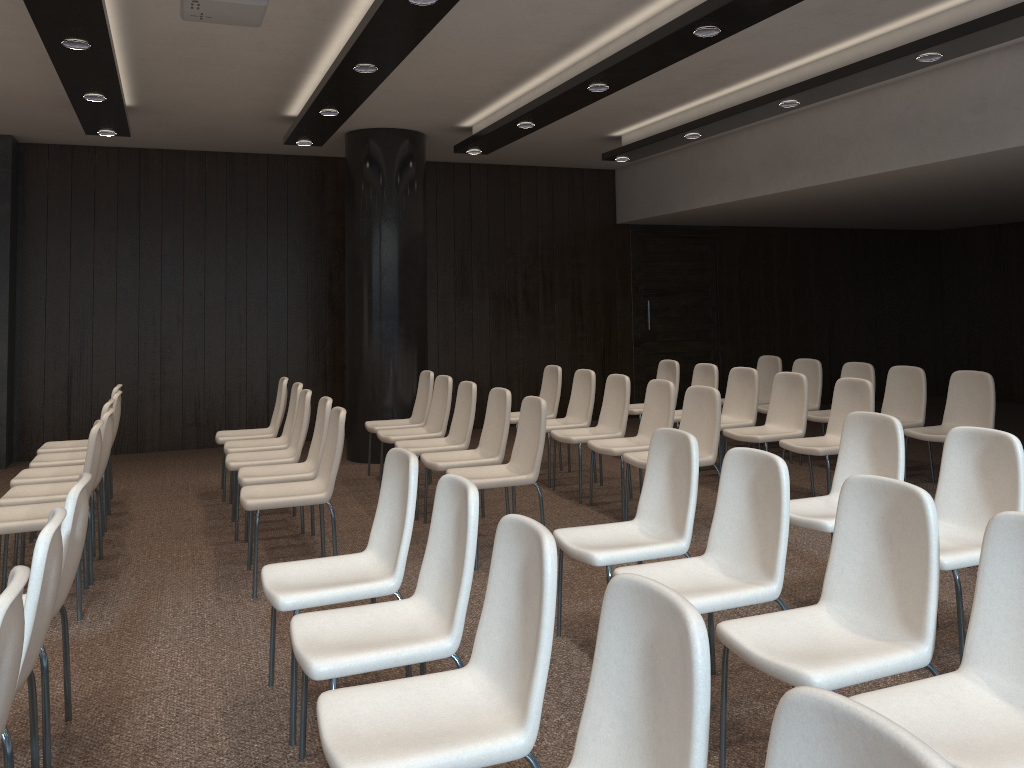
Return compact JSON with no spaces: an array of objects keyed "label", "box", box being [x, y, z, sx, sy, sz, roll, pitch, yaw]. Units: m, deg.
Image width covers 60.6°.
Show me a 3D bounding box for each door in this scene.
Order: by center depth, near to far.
[{"label":"door","box":[2.159,-0.819,11.460,1.400,2.423,0.267,0,-3,-21]}]

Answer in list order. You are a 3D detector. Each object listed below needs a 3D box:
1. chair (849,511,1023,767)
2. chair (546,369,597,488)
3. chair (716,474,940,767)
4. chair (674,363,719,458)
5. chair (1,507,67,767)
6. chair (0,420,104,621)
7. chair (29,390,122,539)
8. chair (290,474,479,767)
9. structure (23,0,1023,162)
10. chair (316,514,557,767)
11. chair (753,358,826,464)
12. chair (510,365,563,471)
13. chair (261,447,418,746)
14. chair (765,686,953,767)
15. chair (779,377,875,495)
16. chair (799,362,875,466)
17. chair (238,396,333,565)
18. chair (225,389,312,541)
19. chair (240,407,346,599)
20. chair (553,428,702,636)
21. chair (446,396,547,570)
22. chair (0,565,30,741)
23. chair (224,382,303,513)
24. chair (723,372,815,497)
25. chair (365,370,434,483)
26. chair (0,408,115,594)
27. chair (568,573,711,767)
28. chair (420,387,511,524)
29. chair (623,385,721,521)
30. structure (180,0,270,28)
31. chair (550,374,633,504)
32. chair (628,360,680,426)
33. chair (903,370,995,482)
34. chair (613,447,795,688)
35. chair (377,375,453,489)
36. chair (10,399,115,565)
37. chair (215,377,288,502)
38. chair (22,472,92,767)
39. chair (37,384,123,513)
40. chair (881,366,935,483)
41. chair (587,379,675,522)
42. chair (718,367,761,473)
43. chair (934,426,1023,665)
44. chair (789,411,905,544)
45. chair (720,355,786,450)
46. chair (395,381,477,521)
[{"label":"chair","box":[1.141,0.802,2.072,0.558,0.907,0.529,0,-1,-23]},{"label":"chair","box":[0.402,0.340,7.301,0.558,0.907,0.529,0,-1,-21]},{"label":"chair","box":[0.944,0.758,2.590,0.558,0.907,0.529,0,-1,-22]},{"label":"chair","box":[1.528,0.279,7.766,0.558,0.907,0.529,-1,-1,-20]},{"label":"chair","box":[-1.496,0.824,2.312,0.558,0.907,0.529,0,-1,-22]},{"label":"chair","box":[-2.331,0.654,4.336,0.558,0.907,0.529,0,-1,-22]},{"label":"chair","box":[-2.974,0.515,5.992,0.558,0.907,0.529,0,-1,-21]},{"label":"chair","box":[-0.391,0.769,2.714,0.558,0.907,0.529,0,-1,-21]},{"label":"structure","box":[-3.402,-1.803,3.033,13.156,0.231,8.067,-3,6,-21]},{"label":"chair","box":[-0.181,0.818,2.140,0.558,0.907,0.529,-1,-1,-20]},{"label":"chair","box":[2.580,0.226,8.160,0.558,0.907,0.529,0,-1,-23]},{"label":"chair","box":[0.156,0.293,7.857,0.558,0.907,0.529,-1,-1,-19]},{"label":"chair","box":[-0.639,0.722,3.276,0.558,0.907,0.529,0,-1,-23]},{"label":"chair","box":[0.254,0.909,1.053,0.558,0.907,0.529,-1,-1,-19]},{"label":"chair","box":[2.196,0.422,6.070,0.558,0.907,0.529,-1,-1,-20]},{"label":"chair","box":[2.833,0.273,7.593,0.558,0.907,0.529,0,-1,-22]},{"label":"chair","box":[-1.381,0.547,5.345,0.558,0.907,0.529,-1,-1,-19]},{"label":"chair","box":[-1.628,0.503,5.874,0.558,0.907,0.529,-1,-1,-19]},{"label":"chair","box":[-1.186,0.597,4.763,0.558,0.907,0.529,-1,-1,-19]},{"label":"chair","box":[0.492,0.663,3.719,0.558,0.907,0.529,-1,-1,-20]},{"label":"chair","box":[-0.084,0.541,5.175,0.558,0.907,0.529,-1,-1,-19]},{"label":"chair","box":[-1.280,0.873,1.729,0.558,0.907,0.529,0,-1,-21]},{"label":"chair","box":[-1.823,0.455,6.436,0.558,0.907,0.529,-1,-1,-20]},{"label":"chair","box":[1.940,0.374,6.644,0.558,0.907,0.529,0,-1,-23]},{"label":"chair","box":[-0.948,0.350,7.438,0.558,0.907,0.529,-1,-1,-20]},{"label":"chair","box":[-2.521,0.608,4.878,0.558,0.907,0.529,-1,-1,-19]},{"label":"chair","box":[0.061,0.863,1.604,0.558,0.907,0.529,-1,-1,-20]},{"label":"chair","box":[-0.294,0.492,5.750,0.558,0.907,0.529,0,-1,-21]},{"label":"chair","box":[1.045,0.479,5.647,0.558,0.907,0.529,0,-1,-23]},{"label":"structure","box":[-1.365,-1.894,4.110,0.409,0.316,0.382,-2,2,-21]},{"label":"chair","box":[0.613,0.389,6.726,0.558,0.907,0.529,-1,-1,-19]},{"label":"chair","box":[1.294,0.232,8.330,0.558,0.907,0.529,-1,-1,-19]},{"label":"chair","box":[3.265,0.364,6.507,0.558,0.907,0.529,0,-1,-22]},{"label":"chair","box":[0.692,0.711,3.153,0.558,0.907,0.529,0,-1,-21]},{"label":"chair","box":[-0.758,0.396,6.894,0.558,0.907,0.529,0,-1,-23]},{"label":"chair","box":[-2.763,0.564,5.415,0.558,0.907,0.529,-1,-1,-19]},{"label":"chair","box":[-2.070,0.410,6.983,0.558,0.907,0.529,-1,-1,-19]},{"label":"chair","box":[-1.686,0.778,2.857,0.558,0.907,0.529,-1,-1,-20]},{"label":"chair","box":[-3.220,0.468,6.547,0.558,0.907,0.529,-1,-1,-19]},{"label":"chair","box":[3.030,0.317,7.076,0.558,0.907,0.529,0,-1,-23]},{"label":"chair","box":[0.855,0.433,6.189,0.558,0.907,0.529,-1,-1,-20]},{"label":"chair","box":[1.734,0.324,7.229,0.558,0.907,0.529,0,-1,-23]},{"label":"chair","box":[1.783,0.653,3.599,0.558,0.907,0.529,0,-1,-22]},{"label":"chair","box":[1.550,0.605,4.165,0.558,0.907,0.529,0,-1,-22]},{"label":"chair","box":[2.382,0.178,8.722,0.558,0.907,0.529,-1,-1,-19]},{"label":"chair","box":[-0.541,0.446,6.308,0.558,0.907,0.529,-1,-1,-20]}]
